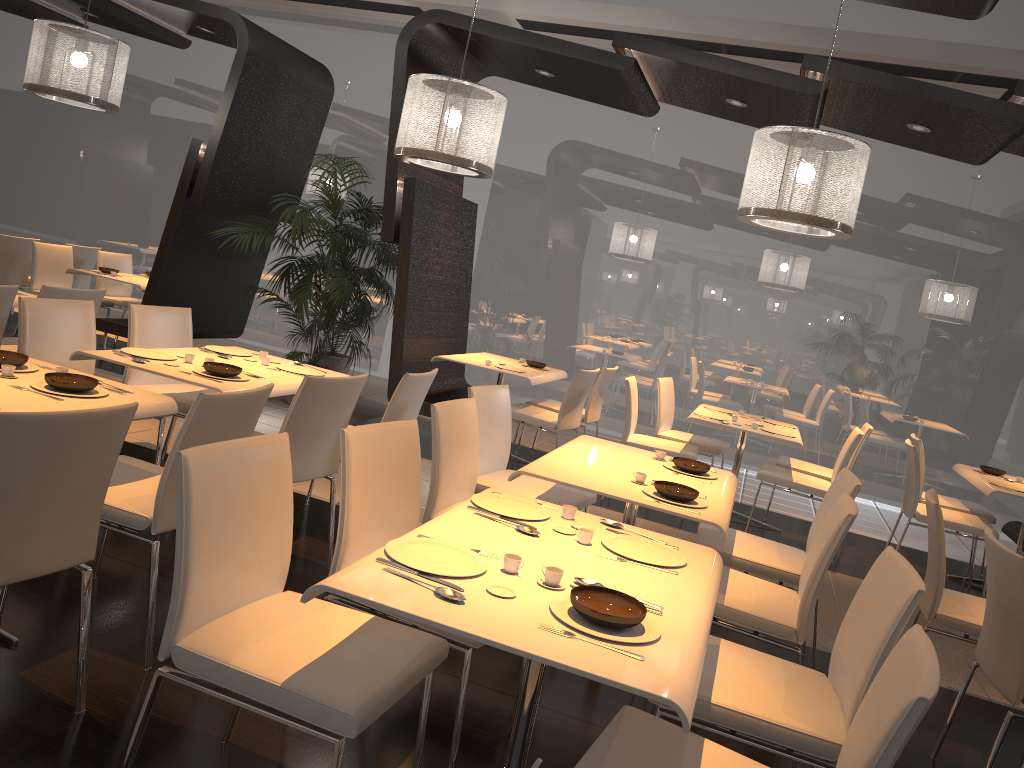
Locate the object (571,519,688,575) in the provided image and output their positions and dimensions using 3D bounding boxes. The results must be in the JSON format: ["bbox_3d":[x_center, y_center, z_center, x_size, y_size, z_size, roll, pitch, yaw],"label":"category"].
[{"bbox_3d":[0.333,0.440,2.527,0.335,0.038,0.378,12,7,5],"label":"object"}]

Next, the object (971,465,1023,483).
[{"bbox_3d":[3.427,0.629,6.236,0.305,0.044,0.365,13,7,15],"label":"object"}]

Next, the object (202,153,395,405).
[{"bbox_3d":[-1.563,-0.820,7.286,1.565,2.053,1.508,12,4,9],"label":"object"}]

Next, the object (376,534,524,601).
[{"bbox_3d":[-0.138,0.405,2.008,0.336,0.038,0.378,13,7,10],"label":"object"}]

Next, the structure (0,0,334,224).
[{"bbox_3d":[-4.706,-2.933,8.359,5.960,1.722,1.402,14,4,16],"label":"structure"}]

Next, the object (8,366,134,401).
[{"bbox_3d":[-1.519,-0.008,3.035,0.305,0.044,0.365,13,7,15],"label":"object"}]

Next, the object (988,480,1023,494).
[{"bbox_3d":[3.247,0.667,5.644,0.336,0.038,0.378,13,7,10],"label":"object"}]

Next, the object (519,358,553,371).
[{"bbox_3d":[0.174,-0.162,7.212,0.305,0.044,0.365,13,7,15],"label":"object"}]

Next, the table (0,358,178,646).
[{"bbox_3d":[-1.810,0.354,2.791,0.804,0.723,1.148,13,6,16],"label":"table"}]

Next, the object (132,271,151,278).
[{"bbox_3d":[-3.316,-1.006,8.228,0.304,0.044,0.366,13,7,10],"label":"object"}]

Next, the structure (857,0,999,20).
[{"bbox_3d":[-1.213,-1.620,3.420,10.710,1.730,2.903,14,6,16],"label":"structure"}]

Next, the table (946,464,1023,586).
[{"bbox_3d":[3.416,1.058,5.916,0.804,0.723,1.148,13,6,16],"label":"table"}]

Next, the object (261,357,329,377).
[{"bbox_3d":[-1.100,-0.095,4.501,0.335,0.038,0.378,12,7,5],"label":"object"}]

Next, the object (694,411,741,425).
[{"bbox_3d":[1.434,0.229,6.165,0.336,0.038,0.378,13,7,10],"label":"object"}]

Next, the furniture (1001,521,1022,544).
[{"bbox_3d":[3.961,0.399,5.759,0.760,1.669,1.402,13,4,15],"label":"furniture"}]

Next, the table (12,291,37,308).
[{"bbox_3d":[-3.305,-0.199,4.812,0.804,0.723,1.148,13,6,16],"label":"table"}]

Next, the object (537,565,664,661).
[{"bbox_3d":[0.182,0.478,1.929,0.305,0.044,0.365,13,7,15],"label":"object"}]

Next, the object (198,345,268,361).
[{"bbox_3d":[-1.436,-0.170,4.547,0.336,0.038,0.378,13,7,10],"label":"object"}]

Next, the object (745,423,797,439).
[{"bbox_3d":[1.795,0.307,6.133,0.335,0.038,0.378,12,7,5],"label":"object"}]

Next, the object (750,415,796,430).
[{"bbox_3d":[1.983,0.275,6.720,0.335,0.038,0.378,12,7,5],"label":"object"}]

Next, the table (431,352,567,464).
[{"bbox_3d":[-0.135,0.194,6.991,0.804,0.723,1.148,13,6,16],"label":"table"}]

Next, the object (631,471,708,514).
[{"bbox_3d":[0.585,0.395,3.304,0.305,0.044,0.365,13,7,15],"label":"object"}]

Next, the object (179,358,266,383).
[{"bbox_3d":[-1.292,-0.066,3.909,0.305,0.044,0.365,13,7,15],"label":"object"}]

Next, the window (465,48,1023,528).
[{"bbox_3d":[2.697,-1.088,8.516,6.609,3.967,0.070,13,3,16],"label":"window"}]

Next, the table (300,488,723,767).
[{"bbox_3d":[0.042,0.804,2.241,0.804,0.723,1.148,13,6,16],"label":"table"}]

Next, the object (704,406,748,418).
[{"bbox_3d":[1.633,0.200,6.741,0.336,0.038,0.378,13,7,10],"label":"object"}]

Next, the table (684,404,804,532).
[{"bbox_3d":[1.634,0.625,6.453,0.804,0.723,1.148,13,6,16],"label":"table"}]

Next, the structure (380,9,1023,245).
[{"bbox_3d":[2.012,-1.303,6.361,5.960,1.722,1.402,14,4,16],"label":"structure"}]

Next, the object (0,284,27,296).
[{"bbox_3d":[-3.000,-0.557,5.049,0.305,0.044,0.365,13,7,15],"label":"object"}]

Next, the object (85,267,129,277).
[{"bbox_3d":[-3.481,-0.970,7.644,0.305,0.044,0.365,13,7,15],"label":"object"}]

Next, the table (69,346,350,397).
[{"bbox_3d":[-1.424,0.260,4.234,0.804,0.723,1.148,13,6,16],"label":"table"}]

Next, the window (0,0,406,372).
[{"bbox_3d":[-4.056,-2.727,10.524,6.609,3.967,0.070,13,3,16],"label":"window"}]

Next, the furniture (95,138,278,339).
[{"bbox_3d":[-2.756,-1.231,7.756,0.760,1.669,1.402,13,4,15],"label":"furniture"}]

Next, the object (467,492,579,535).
[{"bbox_3d":[0.034,0.370,2.597,0.336,0.038,0.378,13,7,10],"label":"object"}]

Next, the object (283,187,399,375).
[{"bbox_3d":[-1.465,-0.933,8.387,1.497,2.053,1.576,10,4,-23],"label":"object"}]

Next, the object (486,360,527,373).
[{"bbox_3d":[-0.045,-0.139,6.679,0.335,0.038,0.378,12,7,5],"label":"object"}]

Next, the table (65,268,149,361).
[{"bbox_3d":[-3.302,-0.573,7.914,0.804,0.723,1.148,13,6,16],"label":"table"}]

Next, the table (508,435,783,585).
[{"bbox_3d":[0.574,0.745,3.643,1.058,0.723,1.148,13,6,16],"label":"table"}]

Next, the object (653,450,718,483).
[{"bbox_3d":[0.767,0.358,3.927,0.305,0.044,0.365,13,7,15],"label":"object"}]

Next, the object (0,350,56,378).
[{"bbox_3d":[-1.802,-0.077,3.126,0.305,0.044,0.365,13,7,15],"label":"object"}]

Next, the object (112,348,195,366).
[{"bbox_3d":[-1.608,-0.134,3.958,0.336,0.038,0.378,13,7,10],"label":"object"}]
